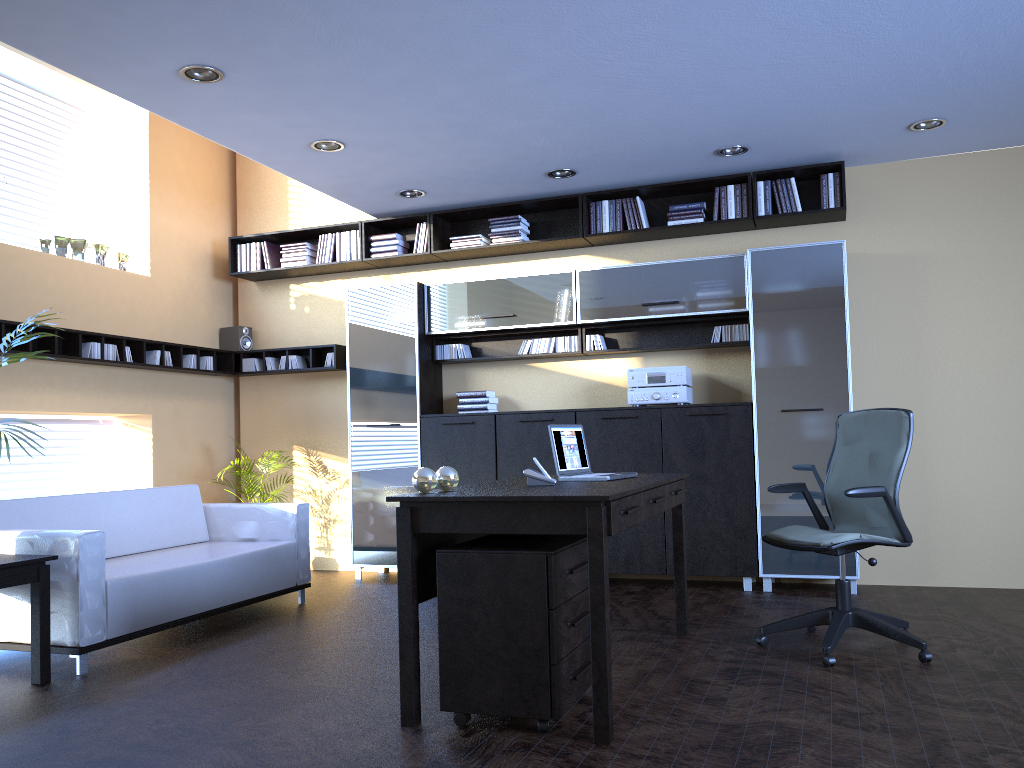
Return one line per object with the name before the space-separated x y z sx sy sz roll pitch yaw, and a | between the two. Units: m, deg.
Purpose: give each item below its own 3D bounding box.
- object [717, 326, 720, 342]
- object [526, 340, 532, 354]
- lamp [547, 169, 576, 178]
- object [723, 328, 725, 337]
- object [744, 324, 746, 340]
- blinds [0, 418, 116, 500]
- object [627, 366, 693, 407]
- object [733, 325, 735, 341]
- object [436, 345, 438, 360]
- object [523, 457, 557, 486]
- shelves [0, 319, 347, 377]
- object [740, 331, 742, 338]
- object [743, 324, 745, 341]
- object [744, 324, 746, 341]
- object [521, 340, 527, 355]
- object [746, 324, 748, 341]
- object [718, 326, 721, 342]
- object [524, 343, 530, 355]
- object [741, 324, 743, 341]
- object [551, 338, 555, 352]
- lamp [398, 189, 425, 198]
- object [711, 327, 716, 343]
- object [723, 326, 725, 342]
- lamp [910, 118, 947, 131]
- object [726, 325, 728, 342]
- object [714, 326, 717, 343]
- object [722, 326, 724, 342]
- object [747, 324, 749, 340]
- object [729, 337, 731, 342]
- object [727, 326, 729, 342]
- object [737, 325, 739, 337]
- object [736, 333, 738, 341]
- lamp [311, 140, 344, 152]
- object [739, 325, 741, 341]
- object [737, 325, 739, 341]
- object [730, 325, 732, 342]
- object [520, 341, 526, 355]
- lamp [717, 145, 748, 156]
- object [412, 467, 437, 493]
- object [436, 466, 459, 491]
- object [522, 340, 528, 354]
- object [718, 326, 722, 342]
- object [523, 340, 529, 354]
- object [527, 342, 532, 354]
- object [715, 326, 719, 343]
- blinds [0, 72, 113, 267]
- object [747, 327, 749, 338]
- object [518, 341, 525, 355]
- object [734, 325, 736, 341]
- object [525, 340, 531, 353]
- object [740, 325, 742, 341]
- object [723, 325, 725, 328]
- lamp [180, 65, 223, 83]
object | 1.551 -0.364 6.626 0.030 0.120 0.142 -2 -3 20
object | 0.156 -0.290 7.125 0.055 0.110 0.140 -2 -3 20
lamp | 0.359 -1.567 6.416 0.209 0.096 0.208 -2 -4 14
object | 1.590 -0.366 6.611 0.009 0.120 0.142 -2 -3 20
object | 1.727 -0.374 6.548 0.006 0.118 0.140 -2 -3 20
blinds | -4.206 0.839 4.804 0.047 1.365 5.396 -2 -4 20
object | 1.106 0.025 6.609 0.430 0.281 0.363 -3 -3 20
object | 1.654 -0.370 6.580 0.009 0.120 0.142 -2 -3 20
object | -0.597 -0.255 7.394 0.009 0.120 0.142 -2 -3 20
object | 0.129 0.400 4.078 0.146 0.126 0.130 -2 -3 5
shelves | -3.159 -0.369 4.932 1.249 0.213 6.628 -3 -4 20
object | 1.704 -0.372 6.572 0.009 0.120 0.142 -2 -3 20
object | 1.722 -0.373 6.561 0.009 0.120 0.142 -2 -3 20
object | 1.730 -0.373 6.555 0.009 0.120 0.142 -2 -3 20
object | 0.118 -0.288 7.140 0.059 0.112 0.142 -2 -3 20
object | 1.737 -0.374 6.544 0.009 0.120 0.142 -2 -3 20
object | 1.558 -0.365 6.614 0.026 0.117 0.140 -2 -3 20
object | 0.147 -0.289 7.132 0.059 0.112 0.142 -2 -3 20
object | 1.710 -0.373 6.557 0.009 0.120 0.142 -2 -3 20
object | 0.347 -0.303 7.055 0.036 0.116 0.140 -2 -3 19
lamp | -0.775 -1.509 6.823 0.209 0.096 0.208 -4 -4 38
object | 1.518 -0.361 6.638 0.040 0.118 0.142 -2 -3 20
object | 1.587 -0.366 6.605 0.006 0.118 0.140 -2 -3 20
lamp | 2.627 -1.682 5.601 0.209 0.096 0.208 -4 -4 38
object | 1.604 -0.368 6.592 0.009 0.120 0.142 -2 -3 19
object | 1.532 -0.363 6.633 0.030 0.120 0.142 -2 -3 20
object | 1.580 -0.366 6.613 0.009 0.120 0.142 -2 -3 20
object | 1.746 -0.375 6.541 0.006 0.118 0.140 -2 -3 20
object | 1.626 -0.368 6.593 0.009 0.120 0.142 -2 -3 20
object | 1.619 -0.367 6.602 0.009 0.120 0.142 -2 -3 20
object | 1.684 -0.371 6.576 0.009 0.120 0.142 -2 -3 20
object | 1.676 -0.370 6.581 0.009 0.120 0.142 -2 -3 20
lamp | -1.184 -1.572 5.688 0.209 0.096 0.208 -2 -3 2
object | 1.691 -0.372 6.566 0.009 0.120 0.142 -2 -3 20
object | 1.681 -0.371 6.568 0.006 0.118 0.140 -2 -3 20
object | 1.635 -0.369 6.587 0.009 0.120 0.142 -2 -3 20
object | 0.111 -0.287 7.149 0.059 0.112 0.142 -2 -3 20
lamp | 1.493 -1.624 6.008 0.209 0.096 0.208 -2 -4 14
object | -0.363 0.399 3.679 0.105 0.105 0.105 -4 -4 39
object | -0.278 0.402 3.763 0.105 0.105 0.105 -4 -4 39
object | 0.128 -0.289 7.136 0.059 0.112 0.142 -2 -3 20
object | 1.561 -0.364 6.621 0.030 0.120 0.142 -2 -3 20
object | 0.136 -0.289 7.130 0.055 0.110 0.140 -2 -3 20
object | 0.158 -0.290 7.132 0.059 0.112 0.142 -2 -3 20
object | 1.542 -0.363 6.629 0.030 0.120 0.142 -2 -3 20
blinds | -4.277 -1.732 4.903 0.039 1.459 5.396 -2 -4 20
object | 1.748 -0.375 6.546 0.009 0.120 0.142 -2 -3 20
object | 0.098 -0.287 7.142 0.059 0.112 0.142 -2 -3 19
object | 1.662 -0.370 6.573 0.009 0.120 0.142 -2 -3 20
object | 0.147 -0.289 7.131 0.055 0.110 0.140 -2 -3 20
object | 1.702 -0.372 6.568 0.006 0.118 0.140 -2 -3 20
object | 1.586 -0.367 6.599 0.009 0.124 0.142 -2 -3 20
lamp | -1.593 -1.634 4.554 0.209 0.096 0.208 -1 -4 -10
